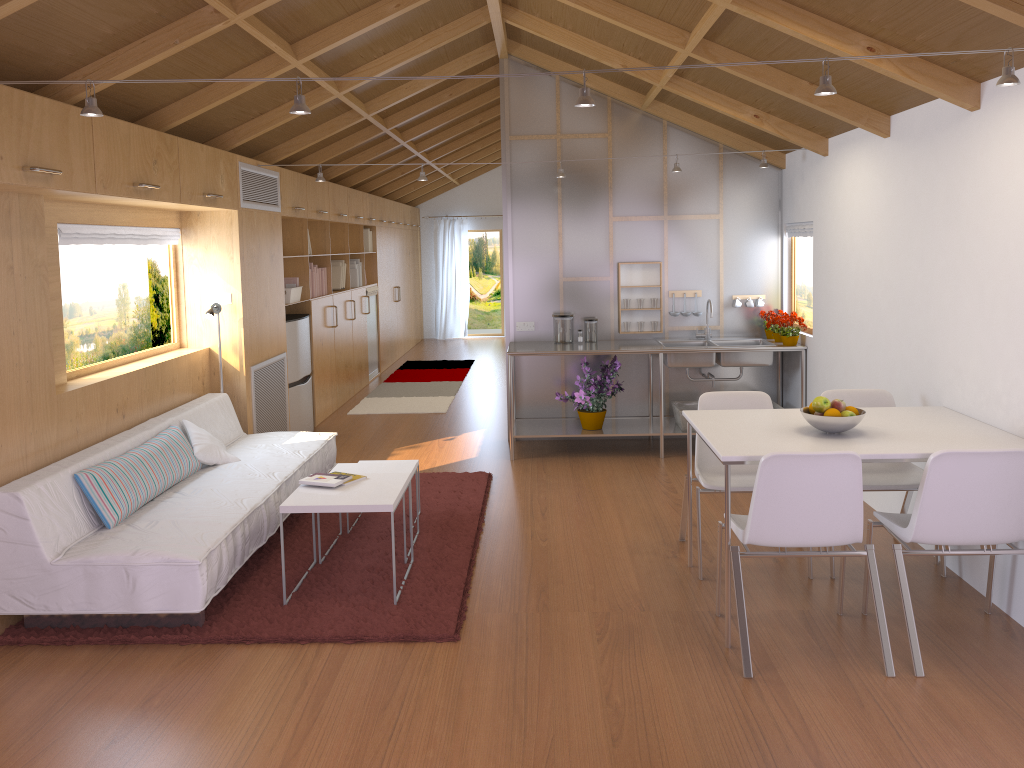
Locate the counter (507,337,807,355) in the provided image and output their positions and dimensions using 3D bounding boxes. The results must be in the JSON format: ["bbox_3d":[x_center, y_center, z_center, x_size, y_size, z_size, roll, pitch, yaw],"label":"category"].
[{"bbox_3d":[1.025,-0.285,6.542,2.109,0.021,0.655,-1,9,2],"label":"counter"}]

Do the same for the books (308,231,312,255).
[{"bbox_3d":[-1.851,-1.263,7.673,0.175,0.294,0.281,-1,7,2],"label":"books"}]

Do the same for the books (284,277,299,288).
[{"bbox_3d":[-1.844,-0.784,7.309,0.150,0.191,0.089,-1,5,2],"label":"books"}]

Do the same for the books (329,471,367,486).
[{"bbox_3d":[-0.808,0.446,4.158,0.193,0.016,0.153,4,10,31],"label":"books"}]

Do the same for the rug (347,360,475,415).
[{"bbox_3d":[-1.017,-0.017,10.047,0.916,0.011,3.753,-1,9,2],"label":"rug"}]

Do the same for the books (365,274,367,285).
[{"bbox_3d":[-1.769,-1.276,10.120,0.175,0.294,0.281,-1,7,2],"label":"books"}]

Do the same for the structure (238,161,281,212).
[{"bbox_3d":[-1.780,-1.383,6.261,0.013,0.298,0.910,-1,9,2],"label":"structure"}]

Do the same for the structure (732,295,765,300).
[{"bbox_3d":[1.823,-0.666,6.789,0.250,0.032,0.042,-1,7,2],"label":"structure"}]

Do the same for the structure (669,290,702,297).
[{"bbox_3d":[1.336,-0.695,6.814,0.250,0.051,0.016,-1,5,2],"label":"structure"}]

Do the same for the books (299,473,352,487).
[{"bbox_3d":[-0.862,0.442,4.090,0.193,0.016,0.154,2,10,21],"label":"books"}]

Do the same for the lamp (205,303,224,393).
[{"bbox_3d":[-1.881,0.069,5.744,0.183,1.189,0.256,-3,5,-22],"label":"lamp"}]

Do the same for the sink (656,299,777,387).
[{"bbox_3d":[1.493,-0.304,6.552,0.810,0.636,0.568,-1,6,2],"label":"sink"}]

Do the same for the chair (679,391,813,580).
[{"bbox_3d":[1.105,0.454,4.243,0.531,0.780,0.551,-1,6,2],"label":"chair"}]

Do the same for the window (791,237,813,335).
[{"bbox_3d":[2.133,-0.771,6.394,0.026,0.790,0.730,-1,7,2],"label":"window"}]

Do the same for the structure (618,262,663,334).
[{"bbox_3d":[0.987,-0.663,6.797,0.328,0.541,0.077,-1,5,2],"label":"structure"}]

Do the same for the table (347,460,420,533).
[{"bbox_3d":[-0.705,0.617,4.885,0.342,0.306,0.372,-1,7,2],"label":"table"}]

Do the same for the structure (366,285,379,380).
[{"bbox_3d":[-1.763,-0.611,10.397,0.315,1.071,0.731,-1,6,2],"label":"structure"}]

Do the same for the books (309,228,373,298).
[{"bbox_3d":[-1.796,-1.302,9.138,0.189,0.653,3.135,-1,9,2],"label":"books"}]

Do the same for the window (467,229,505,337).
[{"bbox_3d":[-0.579,-1.684,14.786,0.874,1.775,0.026,-1,5,2],"label":"window"}]

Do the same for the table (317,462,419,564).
[{"bbox_3d":[-0.718,0.644,4.483,0.424,0.380,0.462,-1,7,2],"label":"table"}]

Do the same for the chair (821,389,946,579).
[{"bbox_3d":[1.700,0.444,4.225,0.531,0.780,0.551,-1,6,2],"label":"chair"}]

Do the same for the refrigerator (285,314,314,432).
[{"bbox_3d":[-1.814,-0.055,7.253,0.262,0.980,0.719,-1,6,2],"label":"refrigerator"}]

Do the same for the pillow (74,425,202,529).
[{"bbox_3d":[-1.780,0.425,4.312,0.171,0.249,1.050,-1,9,2],"label":"pillow"}]

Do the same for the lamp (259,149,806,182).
[{"bbox_3d":[0.135,-1.514,6.162,3.827,0.152,0.073,-1,5,2],"label":"lamp"}]

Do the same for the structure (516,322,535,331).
[{"bbox_3d":[0.104,-0.448,6.876,0.142,0.070,0.011,-1,5,2],"label":"structure"}]

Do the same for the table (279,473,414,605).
[{"bbox_3d":[-0.733,0.689,4.021,0.485,0.435,0.529,-1,7,2],"label":"table"}]

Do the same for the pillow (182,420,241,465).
[{"bbox_3d":[-1.683,0.323,4.931,0.268,0.250,0.347,-6,9,-34],"label":"pillow"}]

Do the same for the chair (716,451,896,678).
[{"bbox_3d":[1.077,0.597,3.338,0.531,0.780,0.551,-1,6,2],"label":"chair"}]

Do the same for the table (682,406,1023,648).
[{"bbox_3d":[1.398,0.551,3.719,1.209,0.738,0.906,-1,7,2],"label":"table"}]

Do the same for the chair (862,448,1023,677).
[{"bbox_3d":[1.672,0.587,3.320,0.531,0.780,0.551,-1,6,2],"label":"chair"}]

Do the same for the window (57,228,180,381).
[{"bbox_3d":[-2.248,-0.512,5.087,0.035,0.784,1.509,-1,8,2],"label":"window"}]

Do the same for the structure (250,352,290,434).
[{"bbox_3d":[-1.743,0.176,6.410,0.013,0.716,0.826,-1,7,2],"label":"structure"}]

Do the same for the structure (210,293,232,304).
[{"bbox_3d":[-1.922,-0.561,5.830,0.142,0.070,0.011,-1,5,2],"label":"structure"}]

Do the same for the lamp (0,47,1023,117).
[{"bbox_3d":[0.039,-1.010,2.981,3.827,0.152,0.073,-1,5,2],"label":"lamp"}]
